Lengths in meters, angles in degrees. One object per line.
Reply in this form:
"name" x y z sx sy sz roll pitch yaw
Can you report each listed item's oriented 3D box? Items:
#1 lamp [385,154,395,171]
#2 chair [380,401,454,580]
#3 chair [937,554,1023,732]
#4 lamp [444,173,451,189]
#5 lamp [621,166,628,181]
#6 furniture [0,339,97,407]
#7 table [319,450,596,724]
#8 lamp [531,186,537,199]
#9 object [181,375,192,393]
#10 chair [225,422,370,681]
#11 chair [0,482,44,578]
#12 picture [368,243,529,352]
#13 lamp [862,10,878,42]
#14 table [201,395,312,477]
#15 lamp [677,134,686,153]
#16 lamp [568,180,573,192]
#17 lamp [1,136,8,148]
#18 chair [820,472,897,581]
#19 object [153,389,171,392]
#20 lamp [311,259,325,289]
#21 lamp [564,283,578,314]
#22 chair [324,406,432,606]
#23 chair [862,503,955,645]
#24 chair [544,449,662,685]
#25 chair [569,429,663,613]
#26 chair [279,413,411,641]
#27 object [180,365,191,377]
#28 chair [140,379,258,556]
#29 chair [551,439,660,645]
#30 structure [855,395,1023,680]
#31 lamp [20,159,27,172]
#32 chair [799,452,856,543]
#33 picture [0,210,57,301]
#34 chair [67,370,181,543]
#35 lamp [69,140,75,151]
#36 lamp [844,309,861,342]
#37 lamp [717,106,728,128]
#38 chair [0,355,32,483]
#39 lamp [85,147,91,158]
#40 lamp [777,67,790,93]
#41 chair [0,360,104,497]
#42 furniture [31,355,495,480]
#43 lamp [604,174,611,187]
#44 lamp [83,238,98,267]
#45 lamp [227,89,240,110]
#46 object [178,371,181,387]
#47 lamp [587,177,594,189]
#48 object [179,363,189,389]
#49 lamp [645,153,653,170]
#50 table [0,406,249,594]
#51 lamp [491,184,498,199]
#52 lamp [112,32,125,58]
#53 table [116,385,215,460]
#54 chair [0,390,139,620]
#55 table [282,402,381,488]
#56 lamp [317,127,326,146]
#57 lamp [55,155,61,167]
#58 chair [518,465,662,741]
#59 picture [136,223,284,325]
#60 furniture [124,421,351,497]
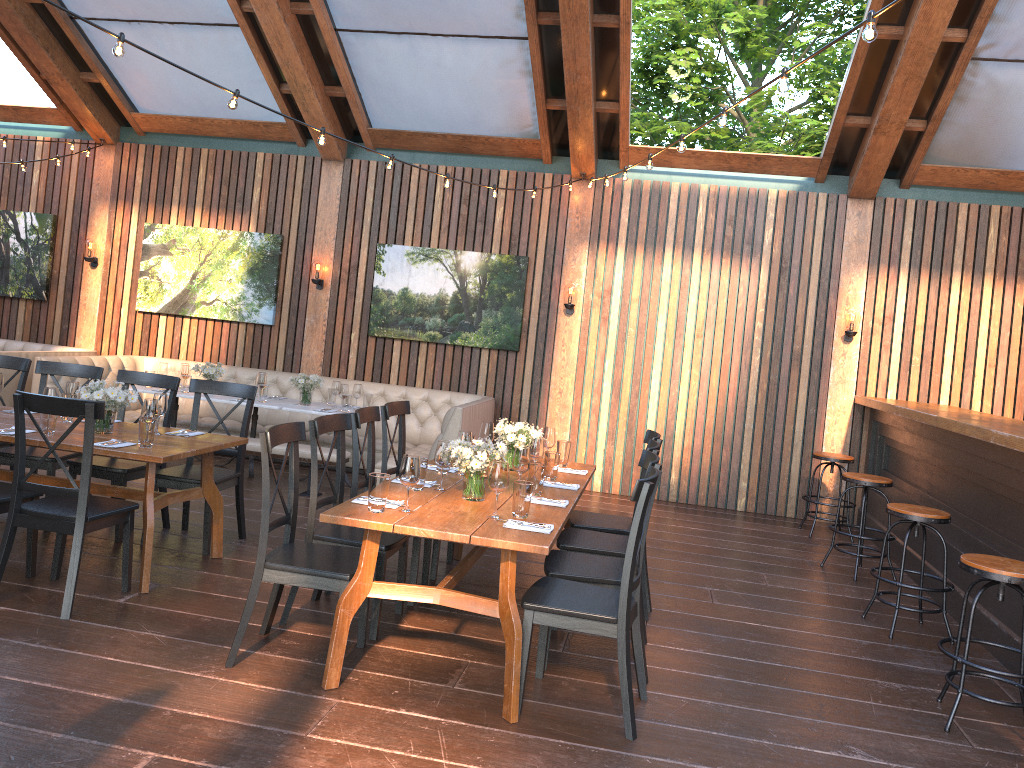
"lamp" -0.863 -1.568 6.257 0.059 0.119 0.056 6 0 -11
"chair" -0.611 0.648 5.639 0.540 1.020 0.477 6 0 10
"chair" 2.185 1.179 3.996 0.469 0.735 0.466 6 1 34
"lamp" -0.504 -1.590 6.929 0.056 0.121 0.056 6 0 44
"lamp" 0.914 -1.698 7.150 0.059 0.119 0.057 6 0 -37
"furniture" -6.773 -0.141 9.514 4.161 0.859 1.710 6 3 10
"table" -0.151 0.896 4.729 0.951 0.729 2.431 6 3 10
"lamp" 0.210 -1.788 8.273 0.066 0.118 0.056 6 0 39
"object" -3.028 0.001 8.217 0.092 0.158 0.092 6 1 -4
"chair" -0.897 0.717 3.983 0.540 1.020 0.477 6 0 5
"chair" -2.748 0.494 4.514 0.478 1.020 0.539 6 0 15
"picture" -0.683 -0.924 9.365 1.652 0.999 0.065 6 0 10
"lamp" 1.366 -1.363 3.371 0.056 0.121 0.056 6 0 29
"table" -2.429 0.476 8.303 0.799 0.672 0.798 6 2 10
"lamp" 1.083 -1.533 5.639 0.056 0.120 0.056 6 0 -34
"lamp" 0.591 -1.996 8.916 0.065 0.118 0.056 6 0 -30
"lamp" -5.229 -2.495 9.122 0.056 0.120 0.056 6 0 -38
"chair" 2.651 1.066 6.691 0.467 0.735 0.468 6 1 -7
"object" -3.200 0.055 8.195 0.157 0.019 0.255 6 3 10
"lamp" -2.097 -1.186 9.560 0.146 0.320 0.178 6 0 10
"lamp" 0.599 -0.878 9.087 0.146 0.320 0.178 6 0 10
"chair" -0.706 0.671 5.087 0.540 1.020 0.477 6 0 5
"chair" 2.418 1.122 5.344 0.467 0.735 0.469 6 1 -15
"chair" 0.434 0.835 4.318 0.540 1.020 0.477 6 0 5
"chair" 0.625 0.789 5.422 0.540 1.020 0.477 6 0 5
"chair" -0.802 0.694 4.535 0.540 1.020 0.477 6 0 10
"object" -3.073 -0.053 8.315 0.092 0.244 0.092 6 0 -32
"chair" -1.983 0.504 5.666 0.478 1.020 0.539 6 0 10
"chair" 0.529 0.812 4.870 0.540 1.020 0.477 6 0 10
"structure" 3.135 0.932 5.232 0.857 1.273 6.804 6 3 10
"lamp" -4.561 -2.034 8.248 0.056 0.116 0.071 6 1 32
"chair" 2.884 1.010 8.038 0.469 0.735 0.467 6 1 17
"picture" -6.108 -1.542 10.304 1.652 0.999 0.065 6 0 10
"chair" -2.533 0.442 5.763 0.478 1.020 0.539 6 0 15
"lamp" -4.853 -2.632 9.769 0.056 0.121 0.056 6 0 31
"lamp" 3.304 -0.570 8.612 0.146 0.320 0.178 6 0 10
"lamp" 1.164 -1.473 4.875 0.056 0.120 0.056 6 0 16
"chair" -3.630 0.317 5.955 0.478 1.020 0.539 6 0 10
"lamp" -4.651 -2.542 9.710 0.056 0.119 0.062 6 0 -7
"lamp" 1.268 -1.416 4.124 0.056 0.121 0.056 6 0 35
"chair" -3.081 0.379 5.859 0.477 1.020 0.539 6 0 5
"furniture" -2.340 0.364 8.736 4.161 0.859 1.710 6 3 10
"lamp" 0.854 -1.815 7.898 0.056 0.119 0.061 6 0 26
"lamp" -4.776 -1.491 10.030 0.146 0.320 0.178 6 0 10
"lamp" -1.541 -1.575 4.891 0.056 0.120 0.057 6 0 4
"object" -3.230 -0.047 8.669 0.092 0.158 0.092 6 1 -4
"lamp" 0.766 -1.968 8.650 0.056 0.120 0.056 6 0 -29
"object" -3.177 -0.079 8.572 0.092 0.244 0.092 6 0 -32
"lamp" 0.996 -1.606 6.395 0.056 0.120 0.056 6 0 -30
"table" -2.930 0.581 5.191 2.433 0.730 0.950 6 2 10
"lamp" -0.148 -1.654 7.605 0.056 0.121 0.056 6 0 25
"lamp" -1.870 -1.617 4.216 0.056 0.121 0.056 6 0 24
"table" -3.229 0.384 8.444 0.799 0.672 0.799 6 2 9
"chair" -2.198 0.556 4.424 0.478 1.020 0.539 6 0 10
"table" -1.630 0.567 8.163 0.799 0.672 0.799 6 2 9
"lamp" -1.197 -1.560 5.578 0.056 0.121 0.056 6 0 -22
"lamp" -4.607 -2.268 8.986 0.056 0.119 0.060 6 0 32
"chair" 0.338 0.858 3.767 0.540 1.020 0.476 6 0 15
"picture" -3.372 -1.230 9.831 1.652 0.999 0.065 6 0 10
"furniture" -2.558 0.639 7.641 2.330 0.399 0.312 6 1 10
